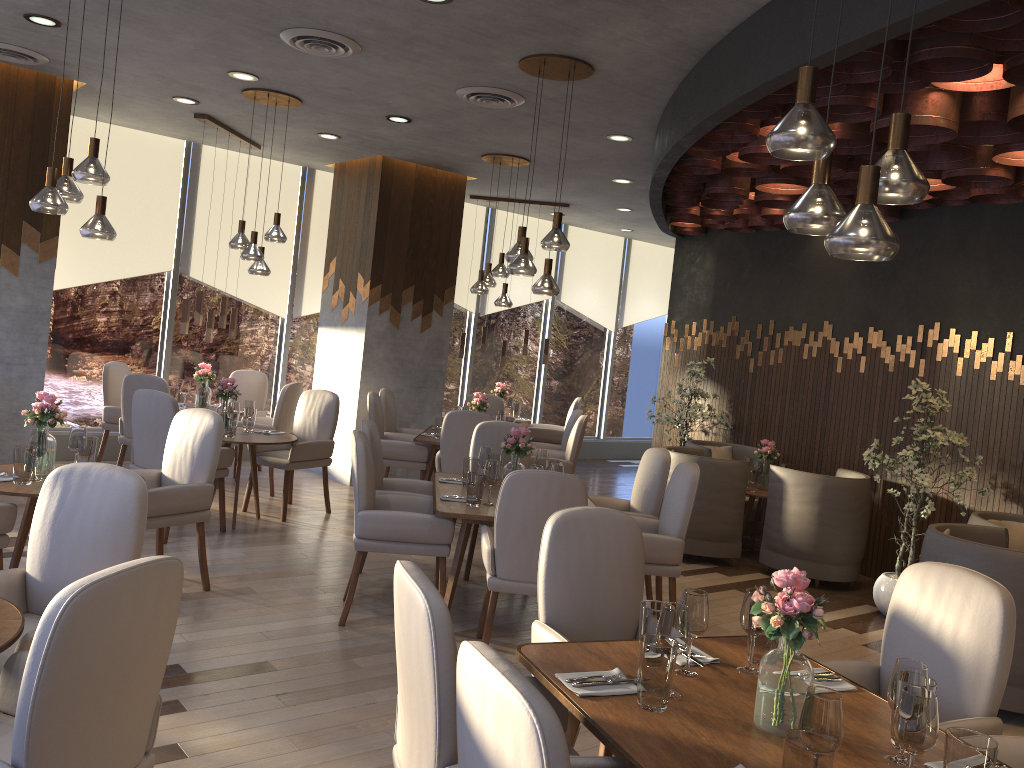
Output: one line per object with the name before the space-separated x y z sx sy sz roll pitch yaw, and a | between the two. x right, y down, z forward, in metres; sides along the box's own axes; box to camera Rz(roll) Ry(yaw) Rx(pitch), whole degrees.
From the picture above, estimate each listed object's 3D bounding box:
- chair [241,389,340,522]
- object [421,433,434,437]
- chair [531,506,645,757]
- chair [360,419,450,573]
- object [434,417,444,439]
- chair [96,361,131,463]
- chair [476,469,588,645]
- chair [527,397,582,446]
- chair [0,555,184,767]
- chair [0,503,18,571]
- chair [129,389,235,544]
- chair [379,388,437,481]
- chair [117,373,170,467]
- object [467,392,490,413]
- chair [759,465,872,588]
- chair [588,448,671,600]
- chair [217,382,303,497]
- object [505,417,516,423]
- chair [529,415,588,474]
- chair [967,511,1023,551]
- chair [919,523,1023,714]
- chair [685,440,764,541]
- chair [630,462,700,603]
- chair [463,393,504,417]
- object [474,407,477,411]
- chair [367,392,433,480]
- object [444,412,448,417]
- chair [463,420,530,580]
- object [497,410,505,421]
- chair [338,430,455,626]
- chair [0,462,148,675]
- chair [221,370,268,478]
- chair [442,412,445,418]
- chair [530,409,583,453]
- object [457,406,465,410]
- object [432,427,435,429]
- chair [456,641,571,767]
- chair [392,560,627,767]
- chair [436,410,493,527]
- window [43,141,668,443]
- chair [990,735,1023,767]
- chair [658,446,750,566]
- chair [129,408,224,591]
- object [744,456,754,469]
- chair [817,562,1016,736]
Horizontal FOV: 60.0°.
chair | -1.763 0.543 7.187 0.529 1.000 0.599 7 2 28
object | -0.670 0.450 7.809 0.255 0.019 0.157 6 3 4
chair | 0.358 0.977 3.040 0.527 1.000 0.601 5 2 -25
chair | -0.675 0.746 5.444 0.599 1.000 0.529 6 1 -3
object | -0.622 0.383 7.646 0.102 0.178 0.102 6 2 10
chair | -3.433 0.319 8.129 0.600 1.000 0.528 6 1 4
chair | 0.099 0.881 4.395 0.528 1.000 0.600 6 2 -3
chair | 0.460 0.622 10.285 0.600 1.000 0.528 6 1 4
chair | -1.162 0.865 2.083 0.600 1.000 0.528 6 1 17
chair | -2.614 0.618 3.920 0.529 1.000 0.599 7 2 32
chair | -2.326 0.535 6.172 0.529 1.000 0.599 7 2 27
chair | -0.982 0.568 8.329 0.600 1.000 0.528 6 1 4
chair | -2.965 0.404 7.432 0.528 1.000 0.600 6 2 11
object | -0.306 0.280 8.052 0.210 0.415 0.197 7 2 29
chair | 2.371 1.083 6.730 0.773 0.837 0.596 5 2 -24
chair | 0.629 0.878 5.561 0.599 1.000 0.529 6 1 -10
chair | -2.253 0.451 7.981 0.600 1.000 0.528 6 1 8
object | -0.024 0.406 8.430 0.102 0.178 0.102 7 2 31
chair | 0.310 0.736 7.711 0.600 1.000 0.528 6 1 5
chair | 2.994 1.225 5.239 0.774 0.837 0.596 6 2 -9
chair | 2.391 1.196 4.546 0.595 0.837 0.775 6 2 1
chair | 1.827 0.962 7.996 0.773 0.837 0.596 5 2 -29
chair | 0.696 0.914 4.995 0.599 1.000 0.529 6 1 -3
chair | -0.322 0.612 8.845 0.528 1.000 0.600 6 2 -1
object | -0.331 0.343 8.392 0.092 0.244 0.092 6 1 -19
chair | -1.007 0.594 7.764 0.599 1.000 0.528 6 1 -1
object | -0.582 0.358 8.217 0.102 0.178 0.102 6 2 10
chair | -0.081 0.778 6.054 0.528 1.000 0.600 6 2 -8
object | -0.113 0.367 8.371 0.092 0.244 0.092 5 2 -43
chair | -0.629 0.780 4.881 0.599 1.000 0.529 6 1 -8
chair | -1.553 0.784 2.855 0.528 1.000 0.599 6 2 14
chair | -2.732 0.364 8.703 0.528 1.000 0.600 6 2 8
chair | -0.813 0.481 10.400 0.600 1.000 0.528 6 1 4
chair | 0.314 0.707 8.281 0.599 1.000 0.529 6 1 -3
object | -0.487 0.332 8.277 0.092 0.244 0.092 7 1 29
object | -0.630 0.425 8.380 0.255 0.019 0.157 6 3 4
chair | 0.165 1.022 1.753 0.599 1.000 0.529 5 2 -25
chair | -0.041 0.973 2.278 0.599 1.000 0.529 5 2 -20
chair | -0.357 0.692 7.191 0.528 1.000 0.600 6 2 4
window | -2.390 -0.822 6.073 8.063 3.197 16.131 6 3 6
chair | 1.401 1.127 2.250 0.599 1.000 0.529 5 2 -20
chair | 1.447 0.965 7.147 0.595 0.837 0.775 5 2 -19
chair | -1.975 0.637 4.889 0.529 1.000 0.599 7 2 32
object | 1.991 0.738 7.485 0.092 0.244 0.092 7 1 28
chair | 1.173 1.077 2.770 0.599 1.000 0.529 5 2 -27
